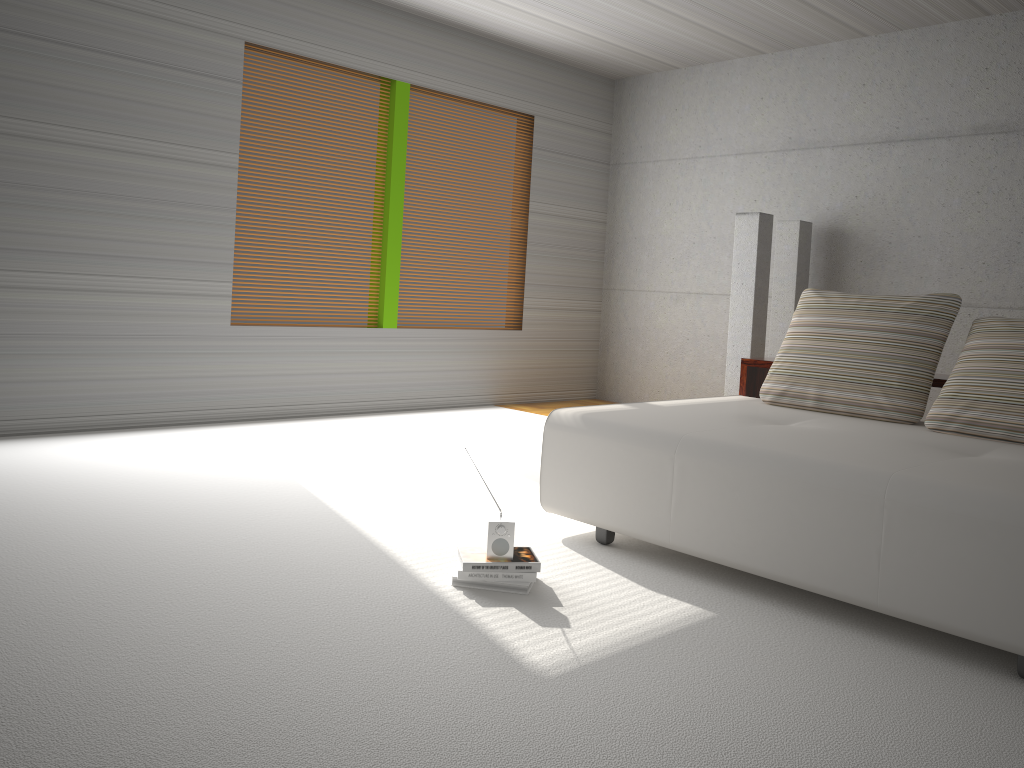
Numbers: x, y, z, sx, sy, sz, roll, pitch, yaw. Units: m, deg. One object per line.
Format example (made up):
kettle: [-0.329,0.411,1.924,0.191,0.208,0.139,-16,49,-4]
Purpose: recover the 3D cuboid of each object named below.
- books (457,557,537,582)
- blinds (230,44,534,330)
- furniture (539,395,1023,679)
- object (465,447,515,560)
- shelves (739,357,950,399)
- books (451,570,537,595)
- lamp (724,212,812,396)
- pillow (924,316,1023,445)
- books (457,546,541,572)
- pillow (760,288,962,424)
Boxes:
books: [-0.057,0.636,3.059,0.264,0.032,0.190,3,6,-5]
blinds: [-1.001,-1.355,6.958,3.530,2.040,0.012,-1,4,-44]
furniture: [1.432,0.461,3.526,1.612,0.520,2.179,-2,8,-44]
object: [-0.081,0.406,3.035,0.185,0.365,0.090,3,2,-3]
shelves: [2.163,0.336,4.203,0.400,0.713,2.261,1,6,-44]
books: [-0.059,0.668,3.060,0.265,0.032,0.190,4,6,10]
lamp: [1.968,-0.431,6.790,0.797,1.688,0.201,1,2,-44]
pillow: [2.220,-0.009,3.648,0.577,0.516,0.810,0,6,-43]
books: [-0.049,0.605,3.055,0.264,0.032,0.190,2,6,-10]
pillow: [1.668,-0.159,4.298,0.490,0.608,0.804,0,5,-45]
